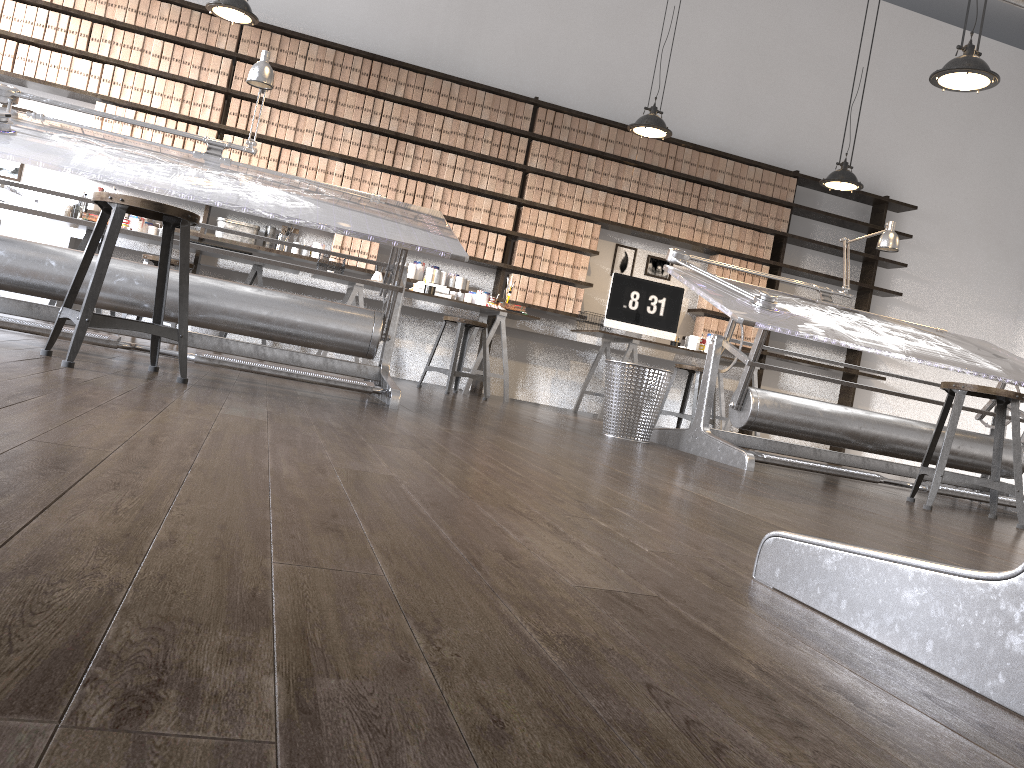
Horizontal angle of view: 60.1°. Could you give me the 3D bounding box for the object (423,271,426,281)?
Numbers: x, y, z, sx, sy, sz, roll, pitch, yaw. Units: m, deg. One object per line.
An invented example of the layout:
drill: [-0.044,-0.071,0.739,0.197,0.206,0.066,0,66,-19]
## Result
object: [-0.684,-0.852,7.098,0.054,0.101,0.054,11,-2,1]

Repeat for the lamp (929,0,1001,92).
lamp: [2.401,-2.573,4.336,0.311,2.257,0.311,10,-2,9]

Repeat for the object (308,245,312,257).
object: [-1.568,-1.021,6.849,0.045,0.101,0.044,11,-2,-13]

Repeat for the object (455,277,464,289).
object: [-0.421,-0.805,7.073,0.062,0.096,0.061,10,-1,16]

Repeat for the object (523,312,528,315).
object: [0.095,-0.541,6.916,0.049,0.037,0.049,11,0,-12]

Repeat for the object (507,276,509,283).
object: [-0.034,-0.743,6.985,0.055,0.214,0.007,11,-2,-9]

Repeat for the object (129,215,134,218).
object: [-2.752,-1.243,6.460,0.062,0.093,0.063,12,-2,-30]

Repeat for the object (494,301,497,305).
object: [-0.157,-0.613,6.979,0.060,0.089,0.059,11,-1,-11]

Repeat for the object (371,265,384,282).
object: [-1.028,-0.838,6.808,0.102,0.209,0.101,10,-2,29]

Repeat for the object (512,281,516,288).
object: [-0.019,-0.727,6.987,0.072,0.186,0.008,10,-2,27]

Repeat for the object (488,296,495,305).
object: [-0.162,-0.625,6.911,0.049,0.112,0.049,11,-2,-12]

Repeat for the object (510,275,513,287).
object: [-0.019,-0.748,7.005,0.007,0.228,0.020,10,-2,15]

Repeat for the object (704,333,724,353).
object: [1.679,-0.311,7.359,0.143,0.196,0.146,12,-2,-43]

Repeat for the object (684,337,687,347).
object: [1.516,-0.325,7.550,0.094,0.145,0.094,11,-1,1]

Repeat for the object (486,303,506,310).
object: [-0.111,-0.581,6.770,0.196,0.050,0.133,10,1,-45]

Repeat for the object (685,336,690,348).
object: [1.505,-0.325,7.448,0.097,0.143,0.095,11,-1,1]

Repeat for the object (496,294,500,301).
object: [-0.126,-0.641,6.983,0.033,0.148,0.005,11,-2,-16]

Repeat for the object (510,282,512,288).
object: [-0.018,-0.723,6.980,0.005,0.180,0.021,11,-2,3]

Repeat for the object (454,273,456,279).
object: [-0.466,-0.834,7.116,0.004,0.135,0.030,12,-2,-20]

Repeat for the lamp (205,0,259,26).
lamp: [-1.475,-3.329,5.380,0.309,2.257,0.314,12,-3,-36]

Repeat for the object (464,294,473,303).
object: [-0.344,-0.655,6.914,0.062,0.094,0.061,10,-2,34]

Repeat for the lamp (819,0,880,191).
lamp: [2.624,-2.558,6.537,0.311,2.257,0.311,10,-2,9]

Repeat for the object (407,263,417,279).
object: [-0.790,-0.885,6.974,0.062,0.119,0.061,10,-2,34]

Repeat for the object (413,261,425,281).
object: [-0.754,-0.895,7.081,0.094,0.162,0.094,11,-2,-20]

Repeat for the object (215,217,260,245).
object: [-2.080,-1.147,6.699,0.316,0.153,0.193,11,0,-16]

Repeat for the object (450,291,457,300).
object: [-0.464,-0.679,6.975,0.062,0.094,0.061,10,-1,25]

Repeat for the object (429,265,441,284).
object: [-0.635,-0.873,7.126,0.094,0.162,0.205,11,0,-14]

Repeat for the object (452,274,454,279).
object: [-0.484,-0.830,7.118,0.004,0.104,0.035,12,-2,-18]

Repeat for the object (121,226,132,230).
object: [-2.691,-1.067,6.041,0.197,0.050,0.132,11,0,14]

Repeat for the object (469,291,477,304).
object: [-0.308,-0.662,7.021,0.094,0.128,0.094,11,-1,-20]

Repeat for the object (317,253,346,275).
object: [-1.350,-0.873,6.588,0.203,0.161,0.284,11,0,-16]

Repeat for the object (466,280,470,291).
object: [-0.381,-0.799,7.203,0.062,0.096,0.061,10,-1,16]

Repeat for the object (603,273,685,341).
object: [1.071,-0.598,7.301,0.641,0.519,0.204,11,-2,-16]

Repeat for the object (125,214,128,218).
object: [-2.813,-1.254,6.427,0.061,0.094,0.062,12,-2,-30]

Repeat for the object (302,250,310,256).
object: [-1.580,-1.019,6.850,0.062,0.093,0.181,11,0,-2]

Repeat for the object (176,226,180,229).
object: [-2.488,-1.202,6.544,0.170,0.109,0.091,11,-1,-16]

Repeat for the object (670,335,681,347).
object: [1.381,-0.347,7.468,0.096,0.142,0.092,12,-2,-36]

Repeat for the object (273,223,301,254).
object: [-1.716,-1.139,6.811,0.180,0.272,0.157,12,-2,-32]

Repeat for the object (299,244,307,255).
object: [-1.625,-1.032,6.855,0.063,0.093,0.062,10,-2,36]

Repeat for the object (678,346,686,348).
object: [1.368,-0.292,7.140,0.059,0.028,0.106,11,1,-19]

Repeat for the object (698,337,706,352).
object: [1.579,-0.311,7.401,0.067,0.155,0.069,12,-2,-39]

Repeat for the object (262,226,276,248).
object: [-1.880,-1.122,6.846,0.078,0.188,0.079,12,-2,-37]

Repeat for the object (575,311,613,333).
object: [0.683,-0.492,7.257,0.283,0.161,0.204,11,0,-23]

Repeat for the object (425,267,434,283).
object: [-0.655,-0.859,7.016,0.062,0.119,0.061,9,-2,43]

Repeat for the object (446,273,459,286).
object: [-0.487,-0.833,7.222,0.093,0.130,0.095,12,-1,-29]

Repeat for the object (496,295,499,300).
object: [-0.133,-0.643,6.975,0.039,0.130,0.005,11,-2,-17]

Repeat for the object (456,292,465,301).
object: [-0.408,-0.667,6.941,0.063,0.093,0.063,10,-1,25]

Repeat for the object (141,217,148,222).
object: [-2.699,-1.233,6.498,0.061,0.094,0.062,12,-2,-30]

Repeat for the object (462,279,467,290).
object: [-0.397,-0.801,7.135,0.063,0.095,0.062,10,-1,16]

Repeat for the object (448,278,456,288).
object: [-0.483,-0.807,7.135,0.053,0.081,0.054,11,-1,-25]

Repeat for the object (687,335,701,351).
object: [1.507,-0.324,7.341,0.095,0.145,0.094,11,-1,10]

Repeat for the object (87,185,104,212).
object: [-3.007,-1.332,6.370,0.106,0.177,0.108,11,-1,-14]

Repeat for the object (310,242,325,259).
object: [-1.499,-1.021,6.833,0.094,0.128,0.094,11,-1,-9]

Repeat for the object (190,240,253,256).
object: [-2.036,-0.935,6.176,0.444,0.033,0.312,11,1,-16]

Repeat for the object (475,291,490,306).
object: [-0.233,-0.653,6.931,0.105,0.142,0.104,11,-1,-8]

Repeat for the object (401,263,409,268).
object: [-0.854,-0.897,7.001,0.063,0.118,0.063,10,-2,25]

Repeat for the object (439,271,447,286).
object: [-0.561,-0.843,7.114,0.062,0.119,0.061,9,-2,43]

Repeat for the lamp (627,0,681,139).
lamp: [1.156,-2.834,6.123,0.311,2.257,0.311,10,-2,9]
